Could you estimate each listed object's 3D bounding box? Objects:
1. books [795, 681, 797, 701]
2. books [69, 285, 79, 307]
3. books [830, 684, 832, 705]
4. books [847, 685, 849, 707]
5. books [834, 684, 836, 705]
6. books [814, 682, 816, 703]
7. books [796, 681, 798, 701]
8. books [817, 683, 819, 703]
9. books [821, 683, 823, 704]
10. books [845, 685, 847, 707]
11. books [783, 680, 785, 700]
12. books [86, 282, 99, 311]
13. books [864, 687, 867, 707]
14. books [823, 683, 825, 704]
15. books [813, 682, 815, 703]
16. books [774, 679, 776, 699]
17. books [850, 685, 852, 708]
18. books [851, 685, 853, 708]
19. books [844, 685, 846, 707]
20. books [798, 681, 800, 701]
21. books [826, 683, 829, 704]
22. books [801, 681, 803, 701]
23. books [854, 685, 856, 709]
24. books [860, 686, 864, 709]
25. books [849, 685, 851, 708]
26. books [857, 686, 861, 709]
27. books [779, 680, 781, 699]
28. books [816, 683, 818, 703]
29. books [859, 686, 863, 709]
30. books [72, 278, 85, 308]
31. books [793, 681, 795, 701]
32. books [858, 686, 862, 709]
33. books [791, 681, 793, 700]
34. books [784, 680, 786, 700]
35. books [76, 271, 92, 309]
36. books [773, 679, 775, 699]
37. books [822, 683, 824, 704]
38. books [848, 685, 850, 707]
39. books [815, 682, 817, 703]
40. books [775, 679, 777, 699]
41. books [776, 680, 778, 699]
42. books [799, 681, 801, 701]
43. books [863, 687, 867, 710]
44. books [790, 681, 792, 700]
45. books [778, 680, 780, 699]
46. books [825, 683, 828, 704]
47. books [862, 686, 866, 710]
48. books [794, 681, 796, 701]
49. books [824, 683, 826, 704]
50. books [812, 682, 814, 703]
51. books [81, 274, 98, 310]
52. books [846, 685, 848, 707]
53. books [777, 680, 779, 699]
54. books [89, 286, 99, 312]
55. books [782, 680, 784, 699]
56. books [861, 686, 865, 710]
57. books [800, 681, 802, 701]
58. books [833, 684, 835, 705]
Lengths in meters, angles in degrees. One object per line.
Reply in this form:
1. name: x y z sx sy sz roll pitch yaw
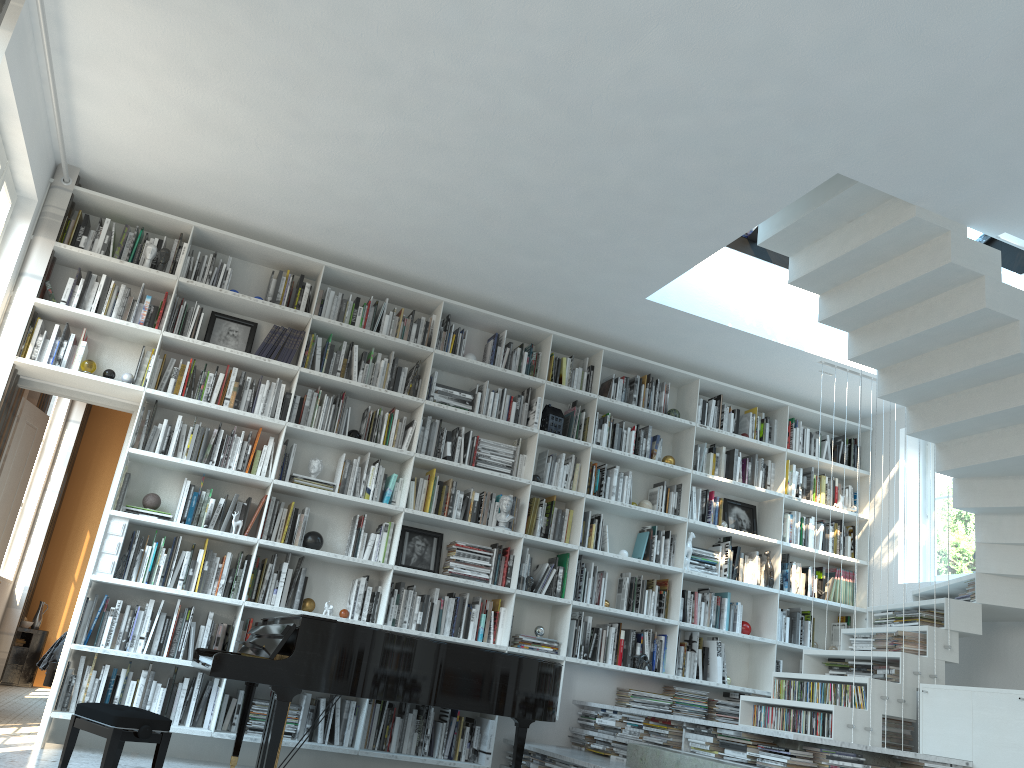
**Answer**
1. books: 1.794 1.899 5.449 0.125 0.125 0.008 15 -19 -19
2. books: -2.676 -0.492 5.416 0.024 0.191 0.138 15 -20 -19
3. books: 1.911 1.822 5.173 0.125 0.125 0.007 15 -19 -19
4. books: 1.963 1.788 5.052 0.125 0.125 0.008 15 -19 -19
5. books: 1.924 1.813 5.143 0.125 0.125 0.009 15 -19 -19
6. books: 1.859 1.856 5.296 0.125 0.125 0.010 15 -19 -19
7. books: 1.797 1.897 5.442 0.125 0.125 0.008 15 -19 -19
8. books: 1.869 1.850 5.274 0.125 0.125 0.008 15 -19 -19
9. books: 1.880 1.843 5.247 0.125 0.125 0.008 15 -19 -19
10. books: 1.957 1.792 5.066 0.125 0.125 0.010 15 -19 -19
11. books: 1.753 1.926 5.546 0.125 0.125 0.007 15 -19 -19
12. books: -2.581 -0.492 5.447 0.024 0.238 0.156 15 -19 -19
13. books: 2.015 1.755 4.929 0.125 0.123 0.034 15 -19 -19
14. books: 1.888 1.837 5.229 0.125 0.125 0.009 15 -19 -19
15. books: 1.856 1.858 5.303 0.125 0.125 0.007 15 -19 -19
16. books: 1.719 1.949 5.627 0.125 0.125 0.008 15 -19 -19
17. books: 1.972 1.782 5.032 0.125 0.125 0.007 15 -19 -19
18. books: 1.975 1.780 5.025 0.125 0.125 0.008 15 -19 -19
19. books: 1.954 1.794 5.073 0.125 0.125 0.009 15 -19 -19
20. books: 1.806 1.891 5.421 0.125 0.125 0.007 15 -19 -19
21. books: 1.900 1.830 5.201 0.125 0.125 0.016 15 -19 -19
22. books: 1.815 1.885 5.401 0.125 0.125 0.008 15 -19 -19
23. books: 1.978 1.778 5.016 0.125 0.125 0.011 15 -19 -19
24. books: 2.003 1.763 4.957 0.125 0.122 0.036 15 -19 -19
25. books: 1.969 1.784 5.038 0.125 0.125 0.008 15 -19 -19
26. books: 1.994 1.769 4.977 0.125 0.123 0.034 15 -19 -19
27. books: 1.739 1.935 5.580 0.125 0.125 0.008 15 -19 -19
28. books: 1.866 1.852 5.280 0.125 0.125 0.008 15 -19 -19
29. books: 2.000 1.765 4.964 0.125 0.123 0.035 15 -19 -19
30. books: -2.643 -0.510 5.406 0.023 0.227 0.172 15 -20 -19
31. books: 1.789 1.903 5.462 0.125 0.125 0.007 15 -19 -19
32. books: 1.997 1.767 4.971 0.125 0.123 0.034 15 -19 -19
33. books: 1.780 1.909 5.484 0.125 0.125 0.007 15 -19 -19
34. books: 1.756 1.924 5.540 0.125 0.125 0.007 15 -19 -19
35. books: -2.616 -0.530 5.418 0.023 0.281 0.186 15 -19 -19
36. books: 1.716 1.951 5.634 0.125 0.125 0.009 15 -19 -19
37. books: 1.884 1.840 5.238 0.125 0.125 0.013 15 -19 -19
38. books: 1.966 1.786 5.045 0.125 0.125 0.008 15 -19 -19
39. books: 1.863 1.854 5.288 0.125 0.125 0.008 15 -19 -19
40. books: 1.722 1.947 5.620 0.125 0.125 0.009 15 -19 -19
41. books: 1.728 1.943 5.606 0.125 0.125 0.007 15 -19 -19
42. books: 1.809 1.889 5.414 0.125 0.125 0.007 15 -19 -19
43. books: 2.012 1.757 4.936 0.125 0.122 0.036 15 -19 -19
44. books: 1.776 1.911 5.492 0.125 0.125 0.010 15 -19 -19
45. books: 1.733 1.939 5.593 0.125 0.125 0.009 15 -19 -19
46. books: 1.895 1.832 5.211 0.125 0.125 0.009 15 -19 -19
47. books: 2.009 1.759 4.943 0.125 0.123 0.034 15 -19 -19
48. books: 1.792 1.901 5.455 0.125 0.125 0.008 15 -19 -19
49. books: 1.892 1.835 5.220 0.125 0.125 0.011 15 -19 -19
50. books: 1.853 1.860 5.310 0.125 0.125 0.007 15 -19 -19
51. books: -2.601 -0.521 5.447 0.028 0.287 0.133 15 -19 -19
52. books: 1.960 1.790 5.060 0.125 0.125 0.010 15 -19 -19
53. books: 1.730 1.941 5.600 0.125 0.125 0.008 15 -19 -19
54. books: -2.564 -0.476 5.439 0.010 0.208 0.165 15 -20 -19
55. books: 1.746 1.931 5.564 0.125 0.125 0.012 15 -19 -19
56. books: 2.006 1.761 4.950 0.125 0.123 0.035 15 -19 -19
57. books: 1.812 1.887 5.408 0.125 0.125 0.007 15 -19 -19
58. books: 1.919 1.817 5.155 0.125 0.125 0.018 15 -19 -19
